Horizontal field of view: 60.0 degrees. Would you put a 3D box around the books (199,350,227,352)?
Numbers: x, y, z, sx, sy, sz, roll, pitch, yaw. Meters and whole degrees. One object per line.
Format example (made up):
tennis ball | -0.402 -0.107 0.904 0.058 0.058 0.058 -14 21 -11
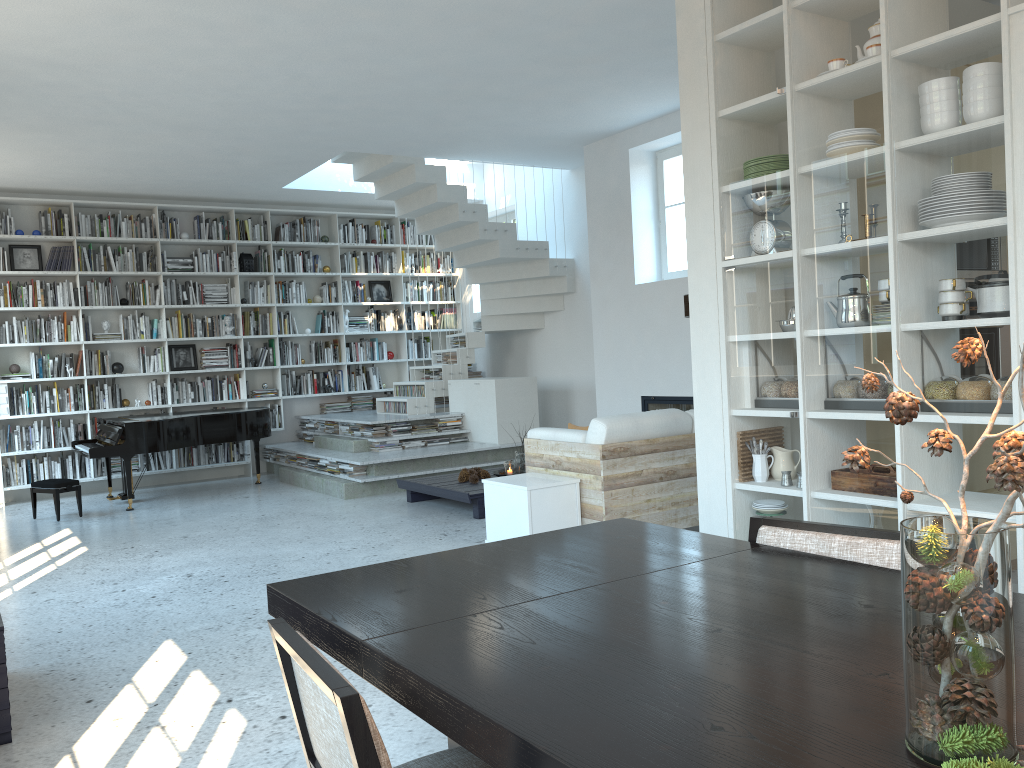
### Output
books | -3.473 -0.381 10.307 0.285 0.012 0.159 -4 2 -31

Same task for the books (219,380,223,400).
books | -3.407 0.074 10.351 0.014 0.235 0.154 -5 3 -33

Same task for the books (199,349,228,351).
books | -3.469 -0.393 10.300 0.285 0.012 0.159 -5 2 -38

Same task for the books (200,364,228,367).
books | -3.465 -0.213 10.316 0.285 0.012 0.159 -4 2 -34

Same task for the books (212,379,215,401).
books | -3.486 0.067 10.293 0.010 0.261 0.181 -5 3 -33

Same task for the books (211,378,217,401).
books | -3.466 0.065 10.298 0.028 0.264 0.161 -5 3 -33

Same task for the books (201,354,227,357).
books | -3.469 -0.333 10.307 0.254 0.012 0.161 -4 2 -36

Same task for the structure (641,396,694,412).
structure | 1.801 0.376 7.862 0.734 0.584 1.210 -5 2 -36

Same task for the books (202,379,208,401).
books | -3.554 0.075 10.273 0.025 0.255 0.136 -5 3 -33

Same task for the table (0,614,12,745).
table | -2.192 1.051 3.281 0.523 0.415 0.926 -4 2 -33

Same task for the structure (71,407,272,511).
structure | -3.351 0.725 9.063 1.917 0.833 1.334 -4 2 -33

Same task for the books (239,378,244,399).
books | -3.210 0.055 10.454 0.033 0.246 0.176 -5 3 -33

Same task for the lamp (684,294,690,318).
lamp | 1.980 -0.053 6.410 1.559 1.967 0.470 -1 3 43

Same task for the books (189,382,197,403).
books | -3.660 0.092 10.173 0.029 0.238 0.165 -5 3 -33

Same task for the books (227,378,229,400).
books | -3.349 0.059 10.398 0.014 0.256 0.145 -5 3 -33

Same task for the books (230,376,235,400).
books | -3.298 0.048 10.416 0.026 0.272 0.175 -5 3 -33

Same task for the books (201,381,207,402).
books | -3.569 0.086 10.246 0.031 0.237 0.159 -5 3 -33

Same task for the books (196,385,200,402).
books | -3.624 0.111 10.193 0.023 0.196 0.165 -5 3 -33

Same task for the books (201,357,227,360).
books | -3.464 -0.296 10.305 0.254 0.012 0.161 -5 2 -38

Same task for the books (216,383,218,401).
books | -3.452 0.094 10.325 0.021 0.203 0.128 -5 3 -33

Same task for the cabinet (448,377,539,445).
cabinet | -0.221 0.274 9.607 0.551 0.668 0.993 -5 2 -33

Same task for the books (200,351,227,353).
books | -3.469 -0.369 10.303 0.254 0.012 0.161 -4 2 -37

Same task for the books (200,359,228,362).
books | -3.467 -0.272 10.311 0.285 0.012 0.159 -4 2 -31

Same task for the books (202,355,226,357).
books | -3.468 -0.320 10.308 0.254 0.012 0.161 -4 2 -30

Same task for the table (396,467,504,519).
table | -0.142 0.901 7.615 1.269 0.218 1.257 -4 2 -33

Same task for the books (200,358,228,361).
books | -3.463 -0.284 10.305 0.285 0.012 0.159 -4 2 -28

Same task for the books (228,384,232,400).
books | -3.318 0.094 10.389 0.023 0.183 0.169 -5 3 -33

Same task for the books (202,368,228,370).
books | -3.459 -0.177 10.312 0.254 0.012 0.161 -4 2 -37

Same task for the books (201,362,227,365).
books | -3.461 -0.237 10.307 0.254 0.012 0.161 -5 2 -38

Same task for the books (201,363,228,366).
books | -3.460 -0.225 10.307 0.285 0.012 0.159 -4 2 -28

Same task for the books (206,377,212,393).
books | -3.515 0.056 10.295 0.014 0.286 0.134 -5 3 -33

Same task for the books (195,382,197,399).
books | -3.647 0.095 10.193 0.013 0.230 0.139 -5 3 -33

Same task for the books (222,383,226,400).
books | -3.384 0.089 10.352 0.023 0.204 0.167 -5 3 -33

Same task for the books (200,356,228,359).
books | -3.464 -0.308 10.304 0.285 0.012 0.159 -4 2 -28

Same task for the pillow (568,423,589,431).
pillow | 0.500 0.408 5.580 0.200 0.339 0.462 -5 3 -39

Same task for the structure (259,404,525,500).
structure | -1.122 0.663 10.138 2.898 0.659 3.112 -4 2 -33

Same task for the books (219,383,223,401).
books | -3.416 0.090 10.333 0.024 0.207 0.183 -5 3 -33

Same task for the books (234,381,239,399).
books | -3.261 0.076 10.426 0.042 0.212 0.169 -5 3 -33

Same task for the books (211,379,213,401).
books | -3.500 0.073 10.297 0.011 0.252 0.158 -5 3 -33

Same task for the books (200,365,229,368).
books | -3.459 -0.201 10.308 0.285 0.012 0.159 -5 2 -38

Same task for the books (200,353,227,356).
books | -3.468 -0.345 10.305 0.254 0.012 0.161 -4 2 -37

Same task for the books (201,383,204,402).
books | -3.595 0.096 10.238 0.025 0.220 0.140 -5 3 -33

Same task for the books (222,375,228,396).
books | -3.357 0.041 10.383 0.014 0.294 0.137 -5 3 -33

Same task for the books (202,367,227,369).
books | -3.462 -0.189 10.315 0.254 0.012 0.161 -4 2 -31

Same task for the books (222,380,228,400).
books | -3.365 0.072 10.364 0.023 0.234 0.174 -5 3 -33

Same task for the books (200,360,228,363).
books | -3.467 -0.261 10.314 0.285 0.012 0.159 -4 2 -32

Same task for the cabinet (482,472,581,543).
cabinet | 0.120 0.816 5.351 0.380 0.487 0.502 -5 3 -33

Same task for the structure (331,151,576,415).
structure | -0.893 -1.038 9.818 2.612 3.384 1.954 -5 3 -33

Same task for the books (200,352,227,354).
books | -3.470 -0.357 10.306 0.254 0.012 0.161 -4 2 -36

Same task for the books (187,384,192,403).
books | -3.703 0.106 10.141 0.023 0.217 0.174 -5 3 -33

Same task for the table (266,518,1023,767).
table | 0.494 0.799 1.469 1.086 0.736 2.199 -4 2 -33

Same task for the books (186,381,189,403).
books | -3.735 0.094 10.148 0.021 0.244 0.141 -5 3 -33

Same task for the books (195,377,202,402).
books | -3.613 0.062 10.215 0.026 0.292 0.152 -5 3 -33

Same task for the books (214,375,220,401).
books | -3.435 0.046 10.323 0.012 0.297 0.177 -5 3 -33

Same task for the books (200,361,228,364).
books | -3.468 -0.249 10.317 0.285 0.012 0.159 -4 2 -33

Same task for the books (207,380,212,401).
books | -3.518 0.078 10.265 0.026 0.245 0.191 -5 3 -33

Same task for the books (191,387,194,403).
books | -3.678 0.121 10.152 0.029 0.184 0.174 -5 3 -33

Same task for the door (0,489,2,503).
door | -5.968 0.283 9.359 0.833 1.982 0.786 -5 3 -33

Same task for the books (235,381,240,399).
books | -3.240 0.072 10.442 0.011 0.216 0.166 -5 3 -33
